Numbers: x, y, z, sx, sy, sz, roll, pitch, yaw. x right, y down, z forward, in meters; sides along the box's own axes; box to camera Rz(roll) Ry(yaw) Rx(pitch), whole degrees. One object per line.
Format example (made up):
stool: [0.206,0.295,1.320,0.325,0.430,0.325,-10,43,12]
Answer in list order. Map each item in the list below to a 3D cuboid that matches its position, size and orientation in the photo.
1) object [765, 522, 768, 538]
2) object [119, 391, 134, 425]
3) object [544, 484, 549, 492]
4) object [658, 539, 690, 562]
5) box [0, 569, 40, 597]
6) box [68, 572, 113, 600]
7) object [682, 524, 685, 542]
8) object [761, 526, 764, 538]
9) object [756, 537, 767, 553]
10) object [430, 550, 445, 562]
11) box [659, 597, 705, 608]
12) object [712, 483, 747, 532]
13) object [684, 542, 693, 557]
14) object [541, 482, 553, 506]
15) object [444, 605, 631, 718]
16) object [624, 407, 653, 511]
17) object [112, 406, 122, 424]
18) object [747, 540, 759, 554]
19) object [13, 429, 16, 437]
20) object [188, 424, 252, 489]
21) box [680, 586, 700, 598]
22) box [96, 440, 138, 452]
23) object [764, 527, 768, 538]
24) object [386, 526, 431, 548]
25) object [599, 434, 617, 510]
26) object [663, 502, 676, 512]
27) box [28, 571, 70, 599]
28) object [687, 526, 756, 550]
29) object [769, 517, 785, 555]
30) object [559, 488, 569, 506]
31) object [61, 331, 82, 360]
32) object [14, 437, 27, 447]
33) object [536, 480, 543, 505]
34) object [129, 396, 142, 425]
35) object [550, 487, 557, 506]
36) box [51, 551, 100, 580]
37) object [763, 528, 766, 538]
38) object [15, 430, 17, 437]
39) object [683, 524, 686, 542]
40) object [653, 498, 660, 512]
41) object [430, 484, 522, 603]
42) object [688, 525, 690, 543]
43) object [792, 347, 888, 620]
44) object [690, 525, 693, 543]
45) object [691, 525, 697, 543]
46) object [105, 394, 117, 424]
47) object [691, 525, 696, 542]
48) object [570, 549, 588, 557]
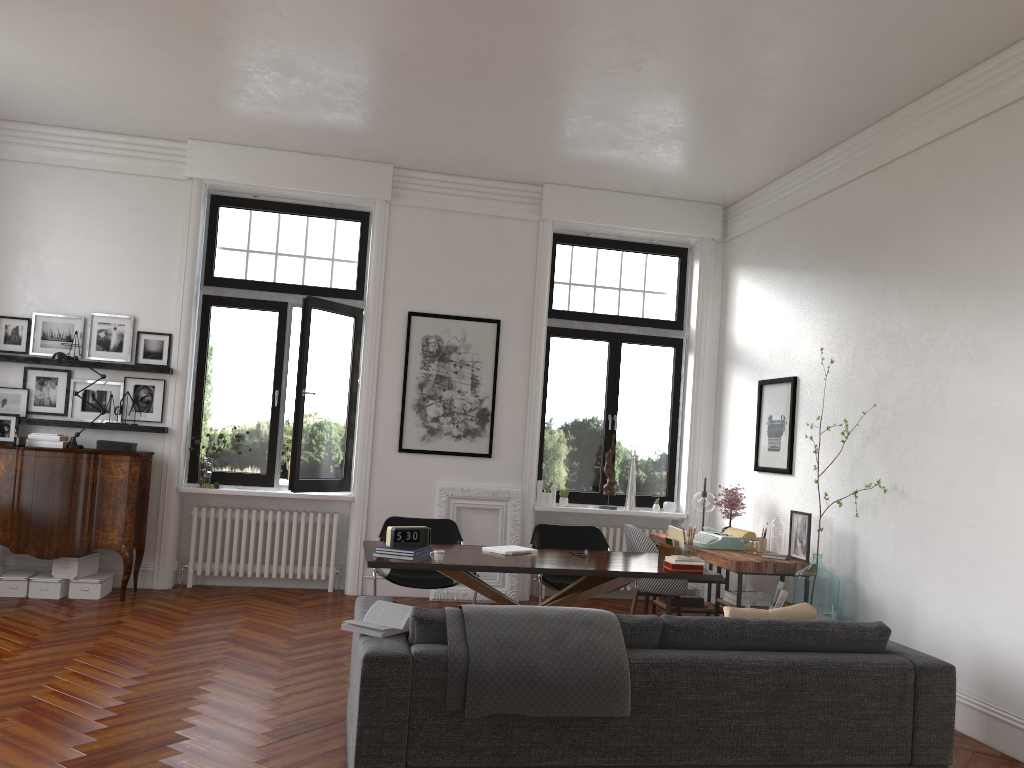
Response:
object: [2.060,1.245,7.216,0.028,0.239,0.023,4,-3,-14]
object: [-3.373,0.209,7.759,0.118,0.298,0.040,4,-3,-11]
object: [0.336,1.082,8.674,0.051,0.213,0.051,3,-3,24]
object: [1.119,1.142,6.093,0.150,0.166,0.228,4,-3,-11]
box: [-4.048,1.642,7.282,0.209,0.176,0.394,5,-4,-16]
box: [-3.505,1.685,7.388,0.245,0.176,0.394,4,-4,-11]
object: [1.134,1.019,5.831,0.049,0.193,0.008,4,-2,-7]
object: [2.038,1.261,7.230,0.008,0.207,0.054,1,-3,44]
object: [2.027,1.308,7.210,0.058,0.113,0.075,4,-3,-11]
object: [-0.451,1.043,5.373,0.082,0.065,0.064,3,-3,10]
box: [1.532,1.952,8.021,0.318,0.082,0.296,5,-4,-11]
object: [1.922,1.130,7.820,0.290,0.528,0.309,2,-3,34]
object: [1.158,1.088,5.833,0.058,0.091,0.058,5,-3,-24]
object: [0.339,1.061,8.587,0.102,0.244,0.098,6,-3,-33]
object: [0.089,1.149,3.730,0.752,0.387,0.400,4,-3,-11]
object: [1.256,0.734,8.801,0.296,1.053,0.290,4,-3,-8]
object: [-3.429,0.272,7.710,0.066,0.160,0.040,4,-3,-11]
object: [1.915,1.295,7.042,0.093,0.101,0.093,5,-3,-19]
object: [-4.000,0.424,7.140,0.050,0.119,0.010,4,-2,-8]
object: [-2.652,0.656,8.119,0.542,0.599,0.317,6,-4,-40]
box: [1.536,1.876,8.027,0.256,0.066,0.238,4,-4,-10]
box: [-3.369,0.531,7.564,0.282,0.086,0.209,4,-4,-11]
object: [2.051,1.260,7.204,0.008,0.207,0.054,5,-3,-28]
object: [-0.638,0.950,5.502,0.276,0.125,0.082,6,-4,-37]
object: [0.969,0.864,8.767,0.165,0.753,0.143,2,-3,31]
object: [1.592,1.241,8.955,0.135,0.097,0.132,7,-4,-41]
box: [-3.770,1.662,7.305,0.245,0.176,0.394,4,-4,-6]
object: [1.715,1.278,7.432,0.484,0.148,0.535,5,-4,-12]
object: [2.088,1.203,6.990,0.111,0.302,0.112,3,-3,26]
object: [0.516,1.111,8.733,0.097,0.185,0.099,3,-3,12]
object: [-3.810,-0.334,7.681,0.174,0.260,0.040,4,-3,-11]
object: [-3.969,0.468,7.154,0.091,0.077,0.091,6,-4,-38]
object: [0.268,1.065,8.681,0.051,0.238,0.051,3,-3,24]
object: [-3.311,0.234,7.798,0.110,0.262,0.040,4,-3,-11]
object: [0.404,1.098,8.663,0.051,0.188,0.051,3,-3,24]
box: [-3.622,1.500,7.370,0.209,0.176,0.394,4,-3,-1]
object: [2.050,1.262,7.228,0.054,0.207,0.008,5,-3,-24]
object: [-3.998,0.432,7.165,0.046,0.139,0.010,4,-3,-14]
object: [1.142,1.022,5.857,0.008,0.193,0.049,6,-3,-41]
object: [1.441,1.206,8.841,0.072,0.134,0.072,3,-3,14]
object: [-0.327,1.496,8.286,0.830,1.061,0.234,4,-3,-11]
object: [1.159,1.019,5.808,0.008,0.193,0.049,3,-3,13]
object: [2.314,0.740,6.198,0.354,2.056,0.807,5,-3,-30]
object: [1.173,1.019,5.811,0.008,0.195,0.037,4,-3,1]
object: [1.189,1.022,5.830,0.044,0.194,0.008,3,-3,19]
object: [-3.498,0.218,7.725,0.124,0.260,0.040,4,-3,-11]
object: [1.188,1.022,5.842,0.038,0.194,0.008,3,-3,15]
object: [0.487,1.165,6.136,0.133,0.047,0.114,1,-5,42]
